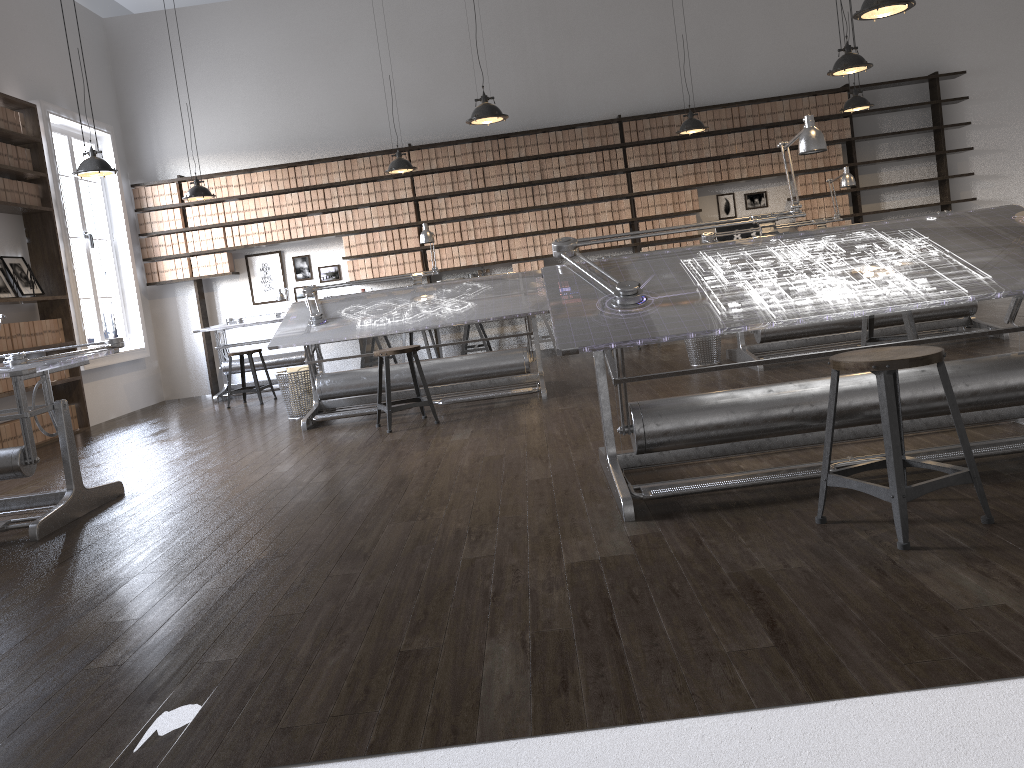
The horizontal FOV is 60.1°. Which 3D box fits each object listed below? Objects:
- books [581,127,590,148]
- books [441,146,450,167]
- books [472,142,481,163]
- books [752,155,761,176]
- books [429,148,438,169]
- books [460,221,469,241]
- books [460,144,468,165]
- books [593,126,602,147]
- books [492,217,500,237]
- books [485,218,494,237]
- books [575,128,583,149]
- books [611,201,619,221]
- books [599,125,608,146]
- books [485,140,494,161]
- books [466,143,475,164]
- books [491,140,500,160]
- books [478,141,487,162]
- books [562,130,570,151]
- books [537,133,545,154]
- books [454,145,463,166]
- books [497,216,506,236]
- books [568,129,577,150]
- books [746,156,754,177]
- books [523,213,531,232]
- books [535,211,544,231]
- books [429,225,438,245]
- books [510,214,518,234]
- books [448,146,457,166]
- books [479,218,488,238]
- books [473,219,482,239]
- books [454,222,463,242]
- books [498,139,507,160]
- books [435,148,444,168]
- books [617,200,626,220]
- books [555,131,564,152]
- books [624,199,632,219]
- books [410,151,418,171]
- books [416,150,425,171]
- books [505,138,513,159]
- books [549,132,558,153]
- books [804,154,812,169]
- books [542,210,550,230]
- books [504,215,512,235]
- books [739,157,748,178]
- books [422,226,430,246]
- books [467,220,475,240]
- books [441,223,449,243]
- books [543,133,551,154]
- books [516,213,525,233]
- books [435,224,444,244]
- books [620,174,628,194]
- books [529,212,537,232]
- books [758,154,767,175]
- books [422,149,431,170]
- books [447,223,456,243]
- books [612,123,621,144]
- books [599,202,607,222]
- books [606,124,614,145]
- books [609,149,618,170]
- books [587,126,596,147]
[{"bbox_3d":[0.805,-2.694,9.744,0.066,0.225,0.175,-7,5,2],"label":"books"},{"bbox_3d":[-0.726,-2.495,9.779,0.066,0.225,0.175,-7,5,2],"label":"books"},{"bbox_3d":[-0.390,-2.539,9.772,0.066,0.225,0.175,-7,5,2],"label":"books"},{"bbox_3d":[2.667,-2.390,9.745,0.066,0.225,0.175,-7,5,2],"label":"books"},{"bbox_3d":[-0.865,-2.477,9.780,0.066,0.225,0.175,-7,5,2],"label":"books"},{"bbox_3d":[-0.522,-1.690,9.836,0.066,0.225,0.175,-7,5,2],"label":"books"},{"bbox_3d":[-0.523,-2.522,9.774,0.066,0.225,0.175,-7,5,2],"label":"books"},{"bbox_3d":[0.933,-2.711,9.738,0.067,0.225,0.175,-7,5,2],"label":"books"},{"bbox_3d":[-0.178,-1.735,9.826,0.066,0.225,0.175,-7,5,2],"label":"books"},{"bbox_3d":[-0.244,-1.726,9.823,0.067,0.225,0.175,-7,5,2],"label":"books"},{"bbox_3d":[0.733,-2.685,9.743,0.067,0.225,0.175,-7,5,2],"label":"books"},{"bbox_3d":[1.136,-1.906,9.798,0.066,0.225,0.175,-7,5,2],"label":"books"},{"bbox_3d":[1.000,-2.720,9.742,0.066,0.225,0.175,-7,5,2],"label":"books"},{"bbox_3d":[-0.249,-2.557,9.765,0.066,0.225,0.175,-7,5,2],"label":"books"},{"bbox_3d":[-0.456,-2.530,9.768,0.067,0.225,0.175,-7,5,2],"label":"books"},{"bbox_3d":[-0.179,-2.567,9.768,0.066,0.225,0.175,-7,5,2],"label":"books"},{"bbox_3d":[-0.319,-2.548,9.771,0.066,0.225,0.175,-7,5,2],"label":"books"},{"bbox_3d":[0.594,-2.667,9.752,0.066,0.225,0.175,-7,5,2],"label":"books"},{"bbox_3d":[0.319,-2.631,9.755,0.066,0.225,0.175,-7,5,2],"label":"books"},{"bbox_3d":[-0.585,-2.513,9.774,0.066,0.225,0.175,-7,5,2],"label":"books"},{"bbox_3d":[-0.115,-1.743,9.823,0.066,0.225,0.175,-7,5,2],"label":"books"},{"bbox_3d":[0.663,-2.676,9.749,0.066,0.225,0.175,-7,5,2],"label":"books"},{"bbox_3d":[2.598,-2.381,9.748,0.066,0.225,0.175,-7,5,2],"label":"books"},{"bbox_3d":[0.164,-1.780,9.817,0.066,0.225,0.175,-7,5,2],"label":"books"},{"bbox_3d":[0.308,-1.798,9.811,0.067,0.225,0.175,-7,5,2],"label":"books"},{"bbox_3d":[-0.869,-1.644,9.836,0.066,0.225,0.175,-7,5,2],"label":"books"},{"bbox_3d":[0.026,-1.762,9.822,0.066,0.225,0.175,-7,5,2],"label":"books"},{"bbox_3d":[-0.657,-2.504,9.773,0.067,0.225,0.175,-7,5,2],"label":"books"},{"bbox_3d":[-0.311,-1.718,9.830,0.066,0.225,0.175,-7,5,2],"label":"books"},{"bbox_3d":[-0.381,-1.709,9.832,0.066,0.225,0.175,-7,5,2],"label":"books"},{"bbox_3d":[-0.596,-1.680,9.832,0.067,0.225,0.175,-7,5,2],"label":"books"},{"bbox_3d":[-0.104,-2.576,9.761,0.067,0.225,0.175,-7,5,2],"label":"books"},{"bbox_3d":[-0.796,-2.486,9.782,0.066,0.225,0.175,-7,5,2],"label":"books"},{"bbox_3d":[1.205,-1.916,9.799,0.066,0.225,0.175,-7,5,2],"label":"books"},{"bbox_3d":[0.525,-2.658,9.750,0.066,0.225,0.175,-7,5,2],"label":"books"},{"bbox_3d":[1.269,-1.923,9.790,0.067,0.225,0.175,-7,5,2],"label":"books"},{"bbox_3d":[-1.071,-2.450,9.785,0.066,0.225,0.175,-7,5,2],"label":"books"},{"bbox_3d":[-1.008,-2.458,9.780,0.067,0.225,0.175,-7,5,2],"label":"books"},{"bbox_3d":[-0.031,-2.586,9.765,0.066,0.225,0.175,-7,5,2],"label":"books"},{"bbox_3d":[0.453,-2.648,9.748,0.066,0.225,0.175,-7,5,2],"label":"books"},{"bbox_3d":[3.228,-2.463,9.730,0.066,0.225,0.175,-7,5,2],"label":"books"},{"bbox_3d":[0.371,-1.807,9.814,0.066,0.225,0.175,-7,5,2],"label":"books"},{"bbox_3d":[-0.044,-1.752,9.820,0.067,0.225,0.175,-7,5,2],"label":"books"},{"bbox_3d":[2.529,-2.372,9.746,0.066,0.225,0.175,-7,5,2],"label":"books"},{"bbox_3d":[-0.941,-1.635,9.841,0.066,0.225,0.175,-7,5,2],"label":"books"},{"bbox_3d":[-0.451,-1.699,9.829,0.066,0.225,0.175,-7,5,2],"label":"books"},{"bbox_3d":[-0.734,-1.663,9.838,0.066,0.225,0.175,-7,5,2],"label":"books"},{"bbox_3d":[0.381,-2.639,9.749,0.067,0.225,0.175,-7,5,2],"label":"books"},{"bbox_3d":[0.095,-1.771,9.823,0.066,0.225,0.175,-7,5,2],"label":"books"},{"bbox_3d":[-0.797,-1.654,9.835,0.067,0.225,0.175,-7,5,2],"label":"books"},{"bbox_3d":[1.230,-2.197,9.776,0.066,0.225,0.175,-7,5,2],"label":"books"},{"bbox_3d":[0.236,-1.789,9.812,0.066,0.225,0.175,-7,5,2],"label":"books"},{"bbox_3d":[2.742,-2.400,9.742,0.066,0.225,0.175,-7,5,2],"label":"books"},{"bbox_3d":[-0.937,-2.467,9.778,0.066,0.225,0.175,-7,5,2],"label":"books"},{"bbox_3d":[-0.669,-1.671,9.839,0.066,0.225,0.175,-7,5,2],"label":"books"},{"bbox_3d":[1.140,-2.738,9.735,0.066,0.225,0.175,-7,5,2],"label":"books"},{"bbox_3d":[1.000,-1.888,9.799,0.066,0.225,0.175,-7,5,2],"label":"books"},{"bbox_3d":[1.070,-2.729,9.741,0.066,0.225,0.175,-7,5,2],"label":"books"},{"bbox_3d":[1.112,-2.457,9.760,0.066,0.225,0.175,-7,5,2],"label":"books"},{"bbox_3d":[0.867,-2.703,9.744,0.066,0.225,0.175,-7,5,2],"label":"books"}]
